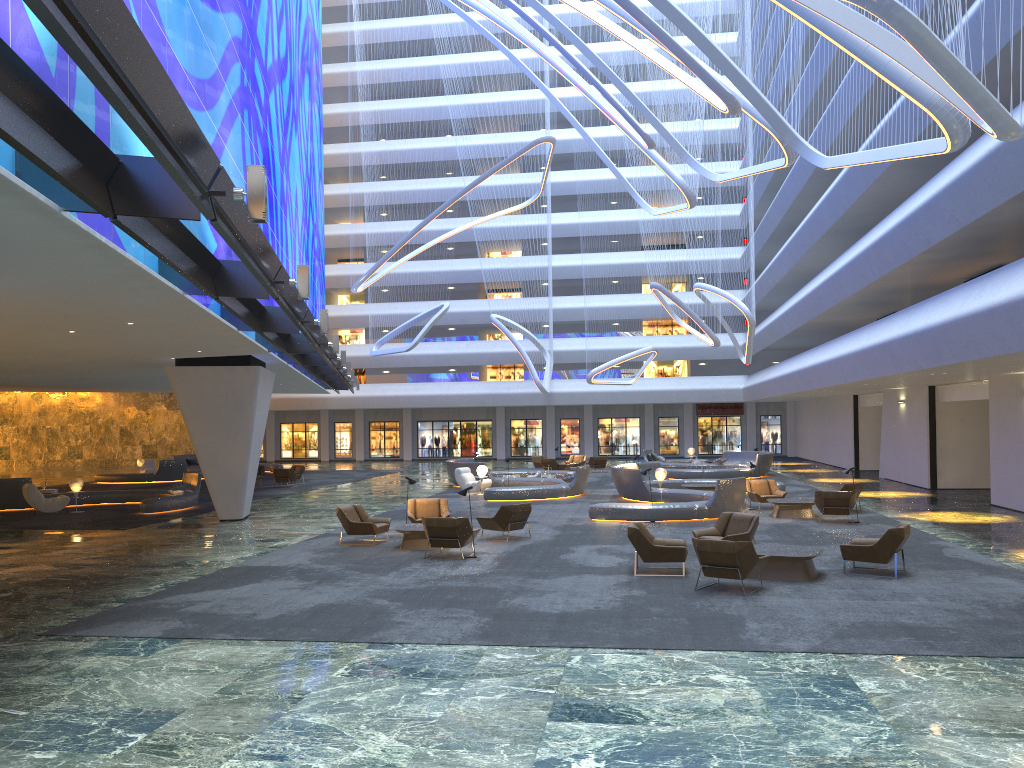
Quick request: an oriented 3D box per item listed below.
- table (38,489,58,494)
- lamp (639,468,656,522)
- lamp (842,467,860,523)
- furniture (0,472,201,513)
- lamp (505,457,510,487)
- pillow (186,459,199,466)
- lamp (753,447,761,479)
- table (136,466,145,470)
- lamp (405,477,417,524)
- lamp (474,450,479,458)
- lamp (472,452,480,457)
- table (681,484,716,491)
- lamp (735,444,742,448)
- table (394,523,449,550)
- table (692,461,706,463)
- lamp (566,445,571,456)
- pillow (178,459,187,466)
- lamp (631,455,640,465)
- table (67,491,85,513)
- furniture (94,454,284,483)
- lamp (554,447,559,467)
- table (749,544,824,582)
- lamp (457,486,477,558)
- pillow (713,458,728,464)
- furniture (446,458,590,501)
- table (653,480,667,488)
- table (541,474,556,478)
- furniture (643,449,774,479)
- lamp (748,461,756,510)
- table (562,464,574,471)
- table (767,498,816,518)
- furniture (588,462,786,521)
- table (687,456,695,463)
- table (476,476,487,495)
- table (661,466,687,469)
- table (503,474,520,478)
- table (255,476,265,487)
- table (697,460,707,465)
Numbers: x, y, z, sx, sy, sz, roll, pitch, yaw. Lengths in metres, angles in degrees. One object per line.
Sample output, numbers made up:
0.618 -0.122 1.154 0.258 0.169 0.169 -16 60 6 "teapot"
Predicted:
-15.634 3.772 29.990 0.671 0.406 0.674 -1 -2 -4 "table"
3.243 2.655 21.214 0.384 1.300 0.202 -1 -1 26 "lamp"
7.809 2.552 20.444 0.384 1.300 0.202 -1 -1 26 "lamp"
-14.220 3.337 27.672 9.930 0.969 5.188 -2 -3 26 "furniture"
-0.132 3.060 29.431 0.202 1.300 0.384 -1 -1 -16 "lamp"
-16.791 4.098 46.508 0.315 0.386 0.785 -1 -2 25 "pillow"
9.922 3.181 35.849 0.202 1.300 0.384 -1 -1 -32 "lamp"
-17.643 4.206 41.983 0.418 0.595 0.428 -1 -1 8 "table"
-2.216 2.656 19.276 0.202 1.300 0.384 -1 -1 25 "lamp"
-1.501 3.413 37.146 0.202 1.300 0.384 0 -1 -38 "lamp"
-1.421 3.308 34.734 0.384 1.300 0.202 -1 -1 2 "lamp"
5.868 3.333 27.483 1.203 0.392 1.204 -1 -2 9 "table"
10.248 3.350 39.895 0.384 1.300 0.202 -1 -1 8 "lamp"
-1.670 3.023 17.553 1.203 0.392 1.204 -1 -2 9 "table"
9.012 3.941 42.781 0.671 0.406 0.674 -1 -2 5 "table"
2.763 3.627 43.664 0.384 1.300 0.202 -1 -1 -30 "lamp"
-16.984 4.057 45.602 0.281 0.416 0.759 -1 -2 2 "pillow"
4.146 2.994 29.415 0.384 1.300 0.202 -1 -1 26 "lamp"
-12.691 3.435 25.836 0.427 0.595 0.418 -1 -1 8 "table"
-15.812 4.043 43.511 5.187 0.969 9.931 -2 -3 26 "furniture"
2.062 3.491 40.231 0.202 1.300 0.384 -1 -1 -29 "lamp"
4.188 2.769 13.746 1.203 0.392 1.203 -2 -3 27 "table"
-0.811 2.496 16.066 0.384 1.300 0.202 -1 -1 26 "lamp"
9.382 3.458 39.922 0.692 0.262 0.878 0 -3 -29 "pillow"
0.007 3.309 32.116 5.185 0.969 9.935 -1 -2 1 "furniture"
4.447 3.206 26.646 0.418 0.595 0.428 -1 -1 8 "table"
1.496 3.696 34.385 0.673 0.406 0.671 0 -2 -29 "table"
8.730 3.524 40.254 5.185 0.969 9.934 -1 -2 5 "furniture"
6.405 2.711 23.654 0.202 1.300 0.384 -1 -1 25 "lamp"
2.220 4.011 41.944 1.204 0.392 1.203 -3 -3 44 "table"
6.951 3.078 21.931 1.203 0.392 1.204 -1 -2 8 "table"
4.686 2.960 25.661 5.187 0.969 9.931 -2 -3 25 "furniture"
8.959 3.890 44.181 0.418 0.595 0.428 0 -1 -37 "table"
-1.027 3.433 29.960 0.418 0.595 0.428 -1 -1 -17 "table"
7.041 3.795 38.652 1.203 0.392 1.204 -1 -2 9 "table"
-0.019 3.718 34.334 0.673 0.406 0.671 -2 -2 28 "table"
-10.652 3.948 35.846 1.203 0.392 1.204 0 -3 -27 "table"
8.445 3.694 39.437 0.418 0.595 0.428 -1 -1 5 "table"
